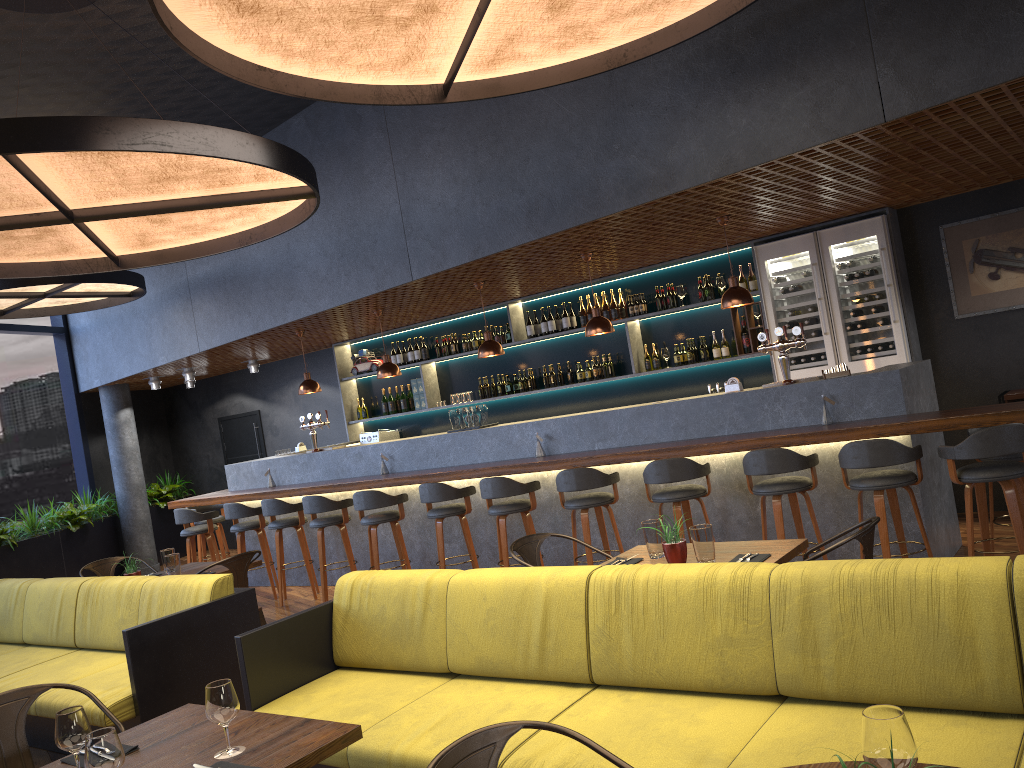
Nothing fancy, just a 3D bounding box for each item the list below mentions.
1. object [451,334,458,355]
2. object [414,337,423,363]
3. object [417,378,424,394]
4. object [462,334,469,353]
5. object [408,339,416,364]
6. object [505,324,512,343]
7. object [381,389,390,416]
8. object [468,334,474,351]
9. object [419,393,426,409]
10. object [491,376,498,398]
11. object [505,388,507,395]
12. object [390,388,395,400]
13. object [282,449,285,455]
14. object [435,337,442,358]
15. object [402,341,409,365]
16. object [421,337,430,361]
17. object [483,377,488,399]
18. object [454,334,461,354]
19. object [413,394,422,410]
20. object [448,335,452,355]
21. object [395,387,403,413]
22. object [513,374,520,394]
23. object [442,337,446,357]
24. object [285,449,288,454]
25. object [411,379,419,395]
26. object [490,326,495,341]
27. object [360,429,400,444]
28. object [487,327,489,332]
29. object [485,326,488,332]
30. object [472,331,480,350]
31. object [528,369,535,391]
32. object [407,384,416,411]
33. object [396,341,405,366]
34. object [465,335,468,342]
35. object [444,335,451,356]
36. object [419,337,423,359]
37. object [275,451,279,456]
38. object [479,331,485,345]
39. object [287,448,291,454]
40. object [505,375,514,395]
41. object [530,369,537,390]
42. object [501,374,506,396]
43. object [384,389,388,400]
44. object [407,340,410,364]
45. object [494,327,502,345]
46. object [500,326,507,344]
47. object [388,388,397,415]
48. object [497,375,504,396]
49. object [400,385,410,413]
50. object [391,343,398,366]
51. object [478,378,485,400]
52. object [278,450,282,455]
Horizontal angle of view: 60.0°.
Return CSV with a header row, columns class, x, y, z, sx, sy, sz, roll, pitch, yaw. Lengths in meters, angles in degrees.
class,x,y,z,sx,sy,sz,roll,pitch,yaw
object,-0.700,-0.473,10.582,0.063,0.254,0.063,-9,-1,-36
object,-1.165,-0.421,10.921,0.085,0.310,0.086,-9,-1,-20
object,-1.104,0.021,10.964,0.098,0.192,0.080,-10,-1,36
object,-0.557,-0.481,10.460,0.068,0.217,0.068,-10,-1,26
object,-1.246,-0.407,10.984,0.085,0.310,0.086,-9,-1,-35
object,-0.036,-0.576,10.107,0.088,0.224,0.088,-9,-1,-39
object,-1.621,0.231,11.321,0.094,0.340,0.094,-9,-1,-31
object,-0.495,-0.490,10.530,0.068,0.217,0.068,-9,-1,-34
object,-1.072,0.211,10.962,0.098,0.192,0.080,-10,-1,36
object,-0.216,0.030,10.433,0.063,0.254,0.063,-9,-1,-7
object,-0.039,0.014,10.319,0.088,0.224,0.088,-10,-1,1
object,-1.543,0.219,11.390,0.094,0.340,0.094,-10,-1,42
object,-2.713,0.810,10.538,0.042,0.059,0.042,-10,-1,34
object,-0.895,-0.439,10.715,0.063,0.254,0.063,-10,-1,18
object,-1.351,-0.387,11.174,0.085,0.310,0.086,-9,-1,-43
object,-1.067,-0.420,10.856,0.083,0.301,0.083,-10,-1,44
object,-0.314,0.047,10.506,0.063,0.254,0.063,-10,-1,28
object,-0.663,-0.478,10.691,0.063,0.254,0.063,-9,-1,-16
object,-1.152,0.225,11.022,0.098,0.192,0.080,-10,-1,36
object,-0.748,-0.464,10.744,0.063,0.254,0.063,-10,-1,8
object,-1.453,0.204,11.341,0.094,0.340,0.094,-9,-1,-31
object,0.053,-0.002,10.279,0.088,0.224,0.088,-10,-1,11
object,-0.823,-0.450,10.795,0.063,0.254,0.063,-10,-1,13
object,-2.697,0.808,10.587,0.042,0.059,0.042,-10,-1,34
object,-1.183,0.035,11.025,0.098,0.192,0.080,-10,-1,36
object,-0.221,-0.556,10.359,0.063,0.254,0.063,-9,-1,-26
object,-1.727,0.869,11.349,0.355,0.569,0.550,-10,-1,36
object,-0.274,-0.547,10.429,0.063,0.254,0.063,-10,-1,44
object,-0.283,-0.547,10.295,0.063,0.254,0.063,-9,-1,-6
object,-0.427,-0.506,10.398,0.088,0.224,0.088,-10,-1,31
object,0.209,-0.046,10.017,0.063,0.254,0.063,-9,-1,-12
object,-1.283,0.174,11.227,0.094,0.340,0.094,-9,-1,-31
object,-1.410,-0.378,11.100,0.085,0.310,0.086,-9,-1,-26
object,-0.545,-0.481,10.600,0.068,0.217,0.068,-10,-1,41
object,-0.787,-0.458,10.670,0.063,0.254,0.063,-10,-1,8
object,-1.110,-0.429,10.998,0.085,0.310,0.086,-9,-1,-13
object,-2.776,0.820,10.470,0.042,0.059,0.042,-10,-1,34
object,-0.358,-0.517,10.479,0.088,0.224,0.088,-10,-1,31
object,-2.667,0.803,10.627,0.042,0.059,0.042,-10,-1,34
object,-0.036,0.012,10.205,0.088,0.224,0.088,-9,-1,-39
object,0.239,-0.050,10.097,0.063,0.254,0.063,-10,-1,8
object,-0.091,0.009,10.400,0.063,0.254,0.063,-10,-1,8
object,-1.632,0.235,11.448,0.094,0.340,0.094,-9,-1,-18
object,-1.275,-0.400,11.115,0.085,0.310,0.086,-9,-1,-26
object,-0.168,-0.549,10.171,0.068,0.217,0.068,-10,-1,21
object,-0.108,-0.559,10.242,0.068,0.217,0.068,-10,-1,41
object,-1.535,0.216,11.273,0.094,0.340,0.094,-9,-1,-40
object,-0.140,0.016,10.326,0.063,0.254,0.063,-9,-1,-26
object,-1.361,0.186,11.157,0.094,0.340,0.094,-9,-1,-14
object,-1.482,-0.365,11.157,0.085,0.310,0.086,-9,-1,-20
object,-0.363,0.055,10.420,0.063,0.254,0.063,-10,-1,8
object,-2.748,0.815,10.507,0.042,0.059,0.042,-10,-1,34
